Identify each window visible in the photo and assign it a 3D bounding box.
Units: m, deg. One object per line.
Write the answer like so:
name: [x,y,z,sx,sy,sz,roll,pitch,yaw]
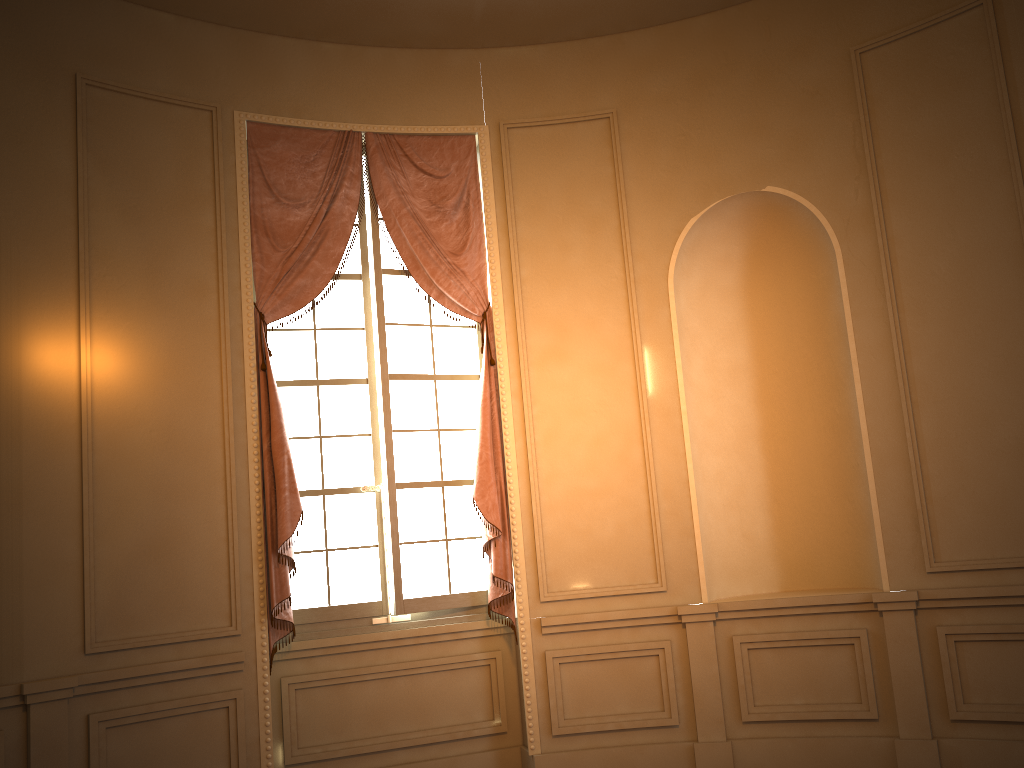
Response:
window: [-0.769,-0.036,5.063,1.325,2.820,0.152,-2,-8,-17]

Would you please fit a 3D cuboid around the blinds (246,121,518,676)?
blinds: [-0.698,-0.016,4.841,1.349,2.959,0.284,-2,-8,-18]
